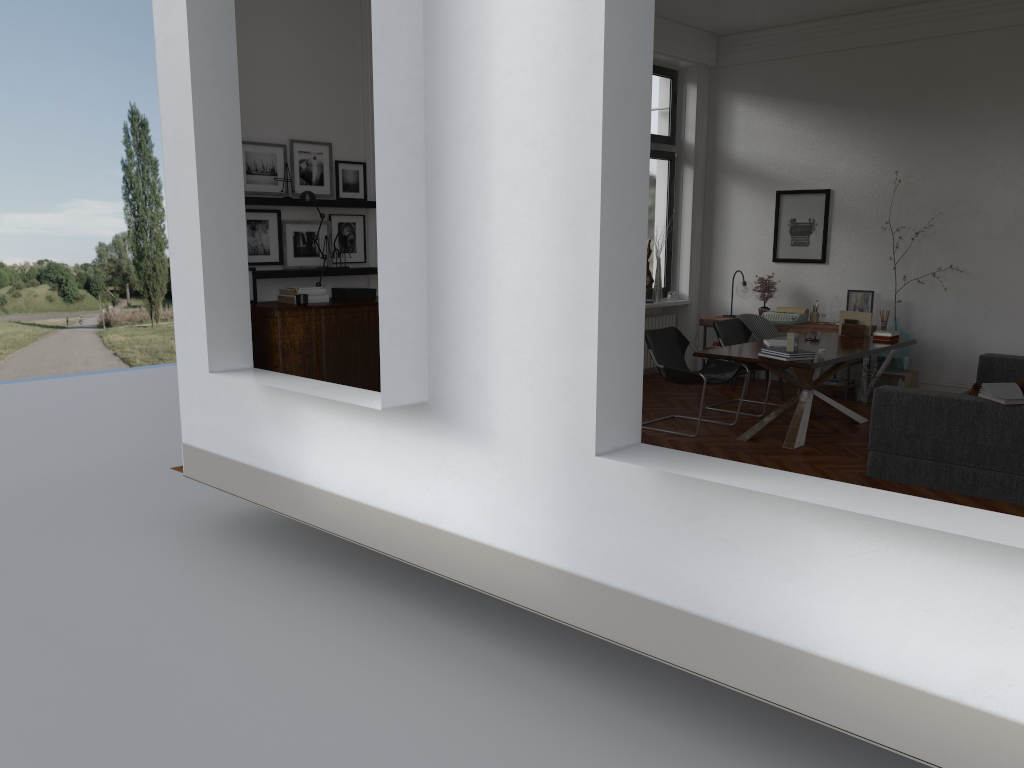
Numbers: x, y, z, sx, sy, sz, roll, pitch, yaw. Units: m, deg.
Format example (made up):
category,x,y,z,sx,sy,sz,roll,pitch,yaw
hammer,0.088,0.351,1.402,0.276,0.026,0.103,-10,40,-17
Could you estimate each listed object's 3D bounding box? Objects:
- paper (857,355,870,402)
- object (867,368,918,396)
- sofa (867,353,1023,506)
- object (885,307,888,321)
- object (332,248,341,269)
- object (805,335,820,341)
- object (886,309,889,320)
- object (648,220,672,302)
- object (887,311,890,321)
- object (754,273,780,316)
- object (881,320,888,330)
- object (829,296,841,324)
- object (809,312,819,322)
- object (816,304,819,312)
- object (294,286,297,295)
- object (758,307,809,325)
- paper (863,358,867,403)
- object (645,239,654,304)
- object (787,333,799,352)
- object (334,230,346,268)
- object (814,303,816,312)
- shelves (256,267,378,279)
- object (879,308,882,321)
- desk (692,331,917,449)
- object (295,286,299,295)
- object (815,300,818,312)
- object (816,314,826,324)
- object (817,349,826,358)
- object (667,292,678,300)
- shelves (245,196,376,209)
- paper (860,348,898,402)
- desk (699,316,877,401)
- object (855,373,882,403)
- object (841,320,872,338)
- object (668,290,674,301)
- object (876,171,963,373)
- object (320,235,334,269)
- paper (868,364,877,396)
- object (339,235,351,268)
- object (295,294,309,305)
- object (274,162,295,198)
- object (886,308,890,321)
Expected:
category,x,y,z,sx,sy,sz,roll,pitch,yaw
paper,3.684,-0.136,9.262,0.047,0.628,0.293,8,13,35
object,3.998,0.015,9.380,0.434,0.318,0.340,9,14,42
sofa,3.888,0.213,6.829,1.259,0.832,2.639,9,13,42
object,3.481,-0.616,8.260,0.038,0.195,0.008,-4,11,-20
object,-1.373,-0.980,6.934,0.040,0.161,0.066,10,14,42
object,2.744,-0.424,8.134,0.133,0.047,0.114,1,10,6
object,3.488,-0.614,8.251,0.044,0.195,0.008,-3,11,-16
object,1.793,-1.498,10.533,0.295,1.058,0.289,-10,15,-43
object,3.486,-0.611,8.227,0.008,0.196,0.036,-7,13,-34
object,2.917,-1.024,10.244,0.290,0.531,0.307,0,10,-2
object,3.463,-0.546,8.253,0.058,0.091,0.058,6,12,30
object,3.541,-0.814,9.708,0.111,0.303,0.111,-2,11,-10
object,3.365,-0.746,9.873,0.075,0.114,0.058,10,14,42
object,3.387,-0.795,9.869,0.054,0.208,0.008,5,12,26
object,-1.510,-0.624,6.231,0.010,0.140,0.045,9,14,39
object,2.981,-0.769,9.863,0.534,0.149,0.483,9,13,41
paper,3.627,-0.034,9.108,0.073,0.480,0.033,-2,11,-10
object,1.584,-1.320,10.379,0.165,0.756,0.142,-1,11,-5
object,2.199,-0.326,6.952,0.082,0.126,0.274,3,10,17
object,-1.358,-1.060,6.988,0.040,0.300,0.118,10,15,42
object,3.372,-0.798,9.888,0.008,0.208,0.054,6,12,30
shelves,-1.623,-0.839,6.717,0.155,0.055,1.511,9,13,42
object,3.435,-0.612,8.246,0.049,0.194,0.008,3,11,12
desk,2.616,0.034,7.817,1.028,0.754,2.221,9,13,42
object,-1.497,-0.627,6.209,0.050,0.120,0.010,-10,15,-43
object,3.387,-0.814,9.879,0.023,0.240,0.028,9,14,39
object,3.373,-0.707,9.675,0.093,0.102,0.093,7,12,34
object,2.429,-0.240,6.980,0.082,0.065,0.064,-5,11,-26
object,1.988,-1.090,10.974,0.132,0.098,0.134,3,10,13
shelves,-1.621,-1.355,6.618,0.157,0.055,1.511,9,13,42
paper,3.764,-0.105,9.078,0.330,0.612,0.047,5,12,23
desk,3.042,-0.320,9.963,1.795,0.761,0.646,9,14,42
object,3.682,0.055,9.188,0.261,0.306,0.260,2,10,7
object,3.281,-0.538,8.448,0.228,0.167,0.149,9,14,42
object,1.932,-1.078,10.790,0.072,0.135,0.072,-4,11,-21
object,4.177,-1.141,9.096,0.807,2.066,0.352,5,12,24
object,-1.440,-1.024,6.893,0.040,0.261,0.123,10,14,42
paper,3.746,-0.016,9.252,0.126,0.390,0.026,-5,12,-24
object,-1.331,-1.053,7.060,0.040,0.263,0.110,10,15,42
object,-1.479,-0.593,6.248,0.091,0.078,0.091,3,11,16
object,-1.681,-1.501,6.541,0.040,0.261,0.174,10,14,42
object,3.477,-0.607,8.217,0.008,0.194,0.049,-4,12,-23
